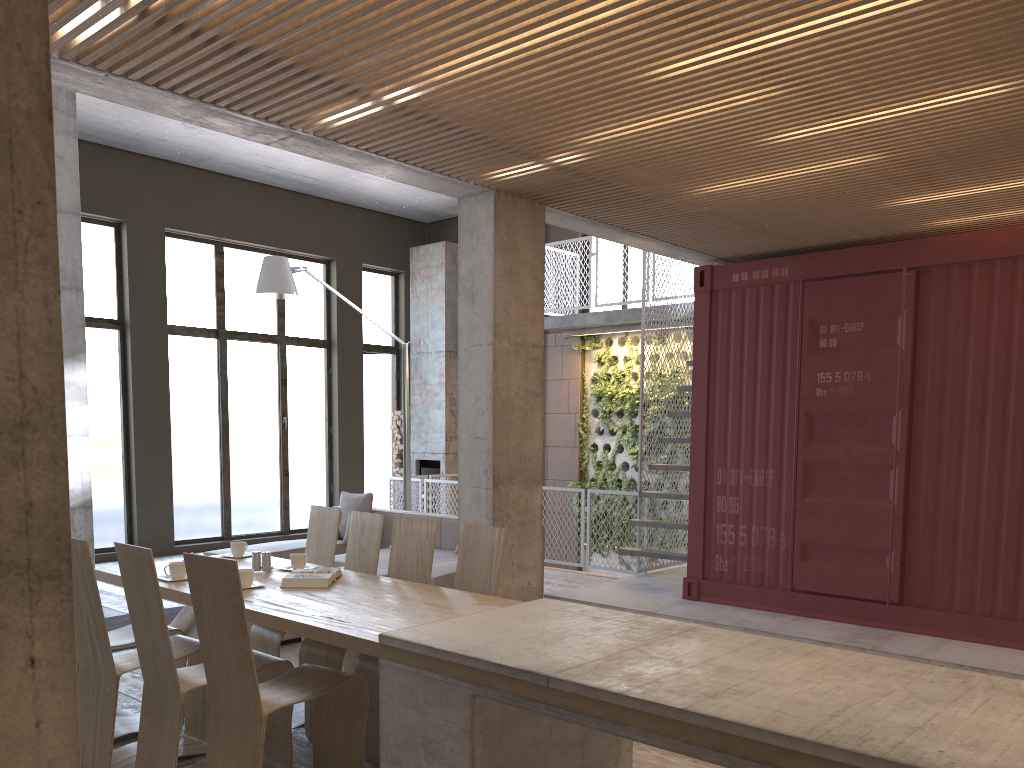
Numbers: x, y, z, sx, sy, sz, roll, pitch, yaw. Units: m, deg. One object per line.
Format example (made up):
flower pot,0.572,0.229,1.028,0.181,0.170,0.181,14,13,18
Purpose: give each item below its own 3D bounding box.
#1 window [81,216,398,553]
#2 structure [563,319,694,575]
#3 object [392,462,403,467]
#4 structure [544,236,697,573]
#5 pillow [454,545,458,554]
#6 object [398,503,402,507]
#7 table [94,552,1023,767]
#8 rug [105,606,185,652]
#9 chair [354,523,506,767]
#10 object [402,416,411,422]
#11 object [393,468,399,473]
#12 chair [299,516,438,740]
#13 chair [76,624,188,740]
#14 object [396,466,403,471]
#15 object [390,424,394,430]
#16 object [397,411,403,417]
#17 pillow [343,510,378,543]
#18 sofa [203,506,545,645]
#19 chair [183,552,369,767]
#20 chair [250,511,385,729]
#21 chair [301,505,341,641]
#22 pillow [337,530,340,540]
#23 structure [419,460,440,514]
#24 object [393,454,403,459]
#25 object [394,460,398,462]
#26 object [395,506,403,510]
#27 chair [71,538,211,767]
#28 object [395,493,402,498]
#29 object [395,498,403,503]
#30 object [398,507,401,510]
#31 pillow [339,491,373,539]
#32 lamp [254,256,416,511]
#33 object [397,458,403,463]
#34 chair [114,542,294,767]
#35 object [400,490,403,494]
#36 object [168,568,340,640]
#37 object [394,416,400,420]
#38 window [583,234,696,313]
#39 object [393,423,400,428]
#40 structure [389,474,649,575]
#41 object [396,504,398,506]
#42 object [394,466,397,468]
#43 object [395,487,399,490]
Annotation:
window,-4.934,0.069,11.232,0.208,4.205,9.185,5,2,40
structure,1.810,0.818,12.133,2.616,3.858,0.999,3,5,41
object,-1.790,1.321,14.460,0.071,0.073,0.422,2,-1,43
structure,1.509,0.178,10.856,3.670,4.357,3.024,2,3,42
pillow,-0.384,1.528,8.625,0.369,0.362,0.186,1,4,41
object,-1.704,1.990,14.591,0.114,0.080,0.434,0,-2,43
table,-0.183,1.452,3.809,5.175,0.930,1.008,-2,-1,42
rug,-3.527,2.034,6.972,1.159,0.049,2.912,-2,-4,42
chair,-0.417,1.351,4.559,0.719,1.206,0.346,-3,6,-43
object,-1.594,0.567,14.281,0.093,0.094,0.436,2,-1,41
object,-1.784,1.429,14.599,0.091,0.093,0.436,2,-1,43
chair,-0.790,1.367,4.899,0.347,1.206,0.718,4,5,39
chair,-2.213,1.353,4.826,0.347,1.206,0.718,5,5,42
object,-1.717,1.397,14.541,0.090,0.090,0.454,2,-1,43
object,-1.816,0.716,14.483,0.091,0.093,0.436,2,-1,41
object,-1.732,0.489,14.316,0.103,0.104,0.291,2,-1,41
pillow,-1.654,1.575,9.594,0.376,0.376,0.167,1,4,15
sofa,-1.786,1.728,8.455,2.990,0.792,3.005,-2,-3,42
chair,-1.018,1.313,3.889,0.347,1.206,0.718,4,5,36
chair,-1.157,1.382,5.247,0.719,1.206,0.346,-3,6,-43
chair,-1.493,1.399,5.629,0.719,1.206,0.347,-3,6,-44
pillow,-2.018,1.620,10.017,0.151,0.380,0.366,-1,2,-15
structure,-1.258,1.671,13.979,0.573,0.937,0.056,3,6,41
object,-1.761,1.196,14.516,0.090,0.090,0.454,2,-1,44
object,-1.798,1.286,14.559,0.121,0.068,0.363,0,-3,41
object,-1.795,2.042,14.530,0.071,0.073,0.422,2,-1,43
chair,-1.868,1.336,4.455,0.347,1.206,0.718,4,5,37
object,-1.731,1.833,14.512,0.093,0.084,0.478,1,-2,41
object,-1.766,1.917,14.586,0.090,0.090,0.454,2,-1,44
object,-1.671,2.060,14.536,0.093,0.084,0.478,1,-1,43
pillow,-1.776,1.484,9.832,0.561,0.562,0.220,2,4,44
lamp,-1.735,0.492,9.928,0.753,3.457,2.614,3,4,30
object,-1.700,1.269,14.521,0.114,0.080,0.434,0,-2,43
chair,-1.436,1.325,4.180,0.347,1.206,0.718,5,5,42
object,-1.665,1.759,14.479,0.114,0.080,0.434,0,-2,41
object,-2.100,1.796,7.178,1.595,0.507,1.040,2,-2,-30
object,-1.738,0.560,14.387,0.112,0.080,0.434,0,-2,41
window,2.421,-1.804,11.713,3.557,1.764,0.109,-1,3,42
object,-1.754,0.688,14.419,0.090,0.090,0.454,2,-1,41
structure,0.501,1.793,12.005,4.417,0.942,1.922,-2,-2,42
object,-1.803,2.006,14.630,0.121,0.068,0.363,0,-3,41
object,-1.779,1.359,14.565,0.066,0.086,0.424,3,0,44
object,-1.783,1.712,14.635,0.079,0.108,0.435,3,0,42
